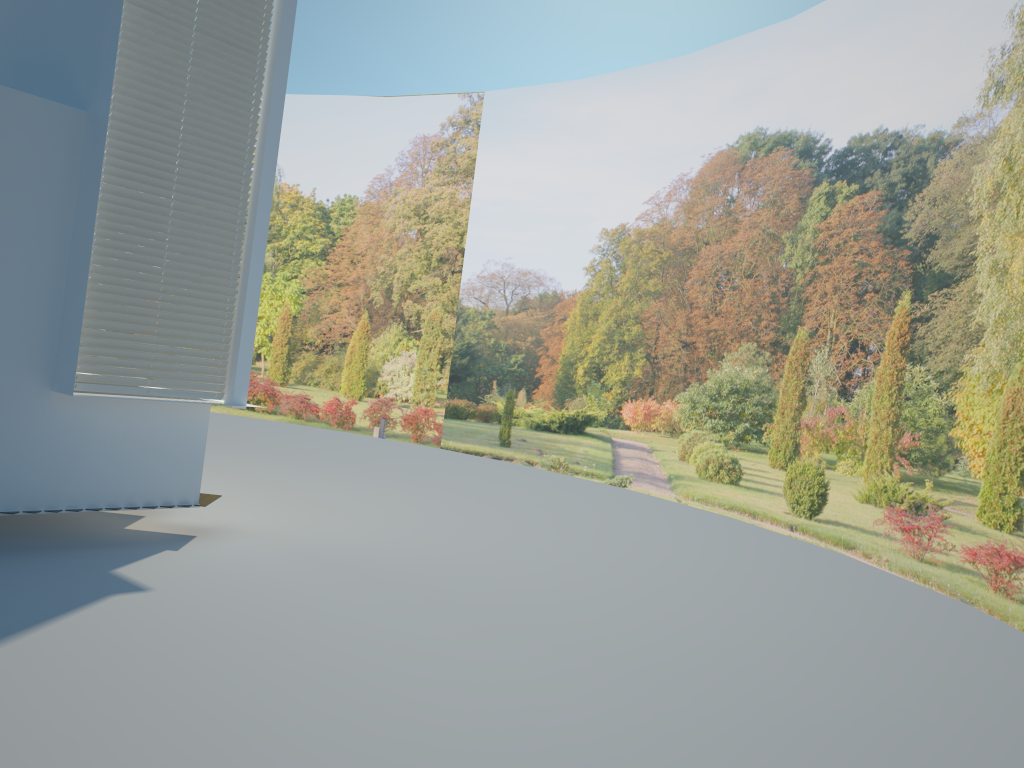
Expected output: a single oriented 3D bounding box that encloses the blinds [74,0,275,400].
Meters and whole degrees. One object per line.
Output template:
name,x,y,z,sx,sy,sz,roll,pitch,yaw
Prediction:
blinds,-3.151,-2.147,7.755,1.218,4.266,3.921,7,0,-32
